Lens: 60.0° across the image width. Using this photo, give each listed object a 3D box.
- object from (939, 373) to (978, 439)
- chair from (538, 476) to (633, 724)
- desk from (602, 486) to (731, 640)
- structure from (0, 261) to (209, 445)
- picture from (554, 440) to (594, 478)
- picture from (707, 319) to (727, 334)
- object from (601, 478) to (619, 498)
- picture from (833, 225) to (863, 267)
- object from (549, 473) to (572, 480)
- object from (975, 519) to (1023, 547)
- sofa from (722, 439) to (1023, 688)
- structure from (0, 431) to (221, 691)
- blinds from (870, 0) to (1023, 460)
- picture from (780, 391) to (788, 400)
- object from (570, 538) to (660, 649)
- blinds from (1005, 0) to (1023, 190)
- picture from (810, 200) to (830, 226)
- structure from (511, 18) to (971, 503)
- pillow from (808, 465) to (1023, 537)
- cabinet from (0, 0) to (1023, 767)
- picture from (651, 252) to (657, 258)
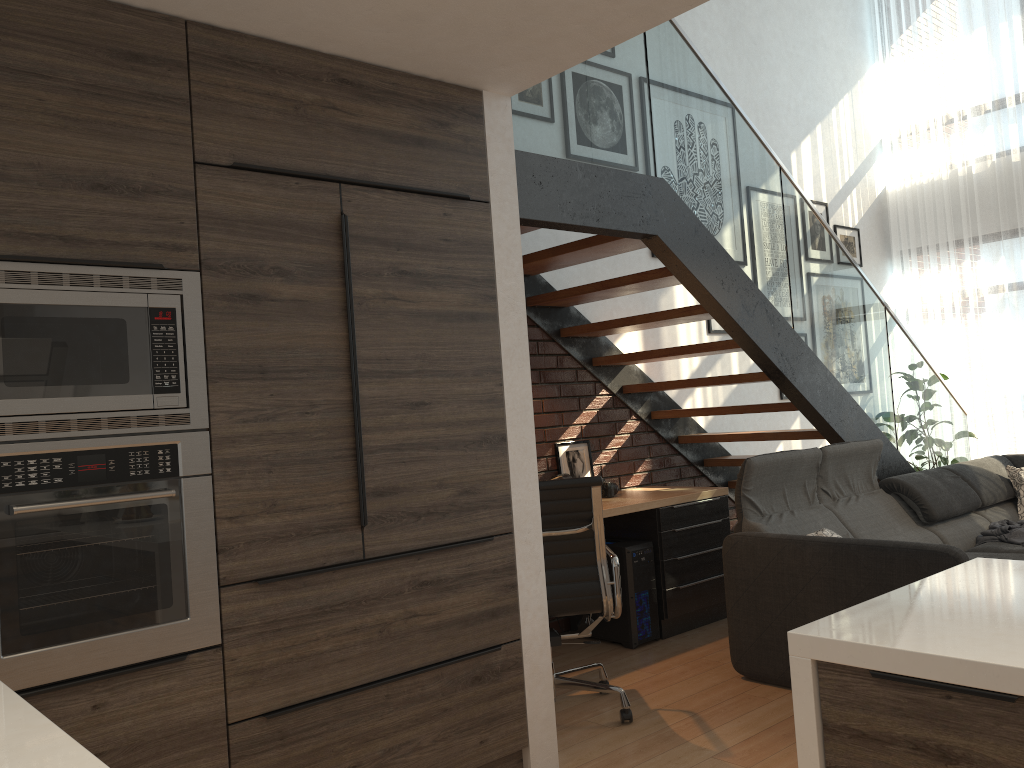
[{"bbox_3d":[3.420,0.545,7.439,0.774,1.463,0.528,-3,-2,-21],"label":"object"},{"bbox_3d":[0.099,0.882,3.698,0.651,0.991,0.700,-4,-2,-7],"label":"chair"},{"bbox_3d":[0.271,1.027,4.637,2.182,0.750,0.610,-2,-3,-41],"label":"desk"},{"bbox_3d":[-1.202,-0.063,2.366,0.595,0.430,0.459,-2,-3,-41],"label":"structure"},{"bbox_3d":[0.371,0.499,5.166,0.279,0.329,0.049,-2,-3,-41],"label":"picture"},{"bbox_3d":[1.536,-0.560,6.300,0.504,0.410,0.025,-2,-3,-41],"label":"picture"},{"bbox_3d":[0.547,0.590,5.105,0.166,0.119,0.149,-2,-3,-44],"label":"object"},{"bbox_3d":[2.841,-1.164,7.499,0.410,0.333,0.025,-2,-3,-41],"label":"picture"},{"bbox_3d":[0.278,0.581,4.925,0.252,0.160,0.149,-3,-2,-32],"label":"object"},{"bbox_3d":[2.776,0.817,4.898,0.411,0.118,0.905,-5,-2,25],"label":"object"},{"bbox_3d":[2.799,0.713,4.273,3.169,0.995,2.108,-2,-3,-41],"label":"sofa"},{"bbox_3d":[-1.155,0.435,2.334,0.595,0.570,0.495,-2,-3,-41],"label":"structure"},{"bbox_3d":[3.751,-1.553,7.501,0.218,5.581,1.223,-2,-3,-44],"label":"blinds"},{"bbox_3d":[2.158,-0.138,6.802,0.410,0.504,0.025,-2,-3,-41],"label":"picture"},{"bbox_3d":[0.548,1.125,4.830,0.215,0.527,0.474,-2,-3,-41],"label":"object"},{"bbox_3d":[4.481,-1.634,6.704,0.218,5.581,1.374,-2,-3,-43],"label":"blinds"},{"bbox_3d":[2.460,-1.234,7.173,0.410,0.504,0.025,-2,-3,-41],"label":"picture"},{"bbox_3d":[0.560,-0.119,4.672,5.660,3.460,1.289,-2,-3,-41],"label":"structure"},{"bbox_3d":[2.320,0.702,4.658,2.734,0.364,0.386,-2,-3,-37],"label":"pillow"},{"bbox_3d":[0.295,0.068,1.089,2.401,2.401,3.495,-2,-3,-41],"label":"cabinet"},{"bbox_3d":[0.974,-1.668,5.918,1.785,1.678,0.028,-2,-3,-41],"label":"picture"}]
